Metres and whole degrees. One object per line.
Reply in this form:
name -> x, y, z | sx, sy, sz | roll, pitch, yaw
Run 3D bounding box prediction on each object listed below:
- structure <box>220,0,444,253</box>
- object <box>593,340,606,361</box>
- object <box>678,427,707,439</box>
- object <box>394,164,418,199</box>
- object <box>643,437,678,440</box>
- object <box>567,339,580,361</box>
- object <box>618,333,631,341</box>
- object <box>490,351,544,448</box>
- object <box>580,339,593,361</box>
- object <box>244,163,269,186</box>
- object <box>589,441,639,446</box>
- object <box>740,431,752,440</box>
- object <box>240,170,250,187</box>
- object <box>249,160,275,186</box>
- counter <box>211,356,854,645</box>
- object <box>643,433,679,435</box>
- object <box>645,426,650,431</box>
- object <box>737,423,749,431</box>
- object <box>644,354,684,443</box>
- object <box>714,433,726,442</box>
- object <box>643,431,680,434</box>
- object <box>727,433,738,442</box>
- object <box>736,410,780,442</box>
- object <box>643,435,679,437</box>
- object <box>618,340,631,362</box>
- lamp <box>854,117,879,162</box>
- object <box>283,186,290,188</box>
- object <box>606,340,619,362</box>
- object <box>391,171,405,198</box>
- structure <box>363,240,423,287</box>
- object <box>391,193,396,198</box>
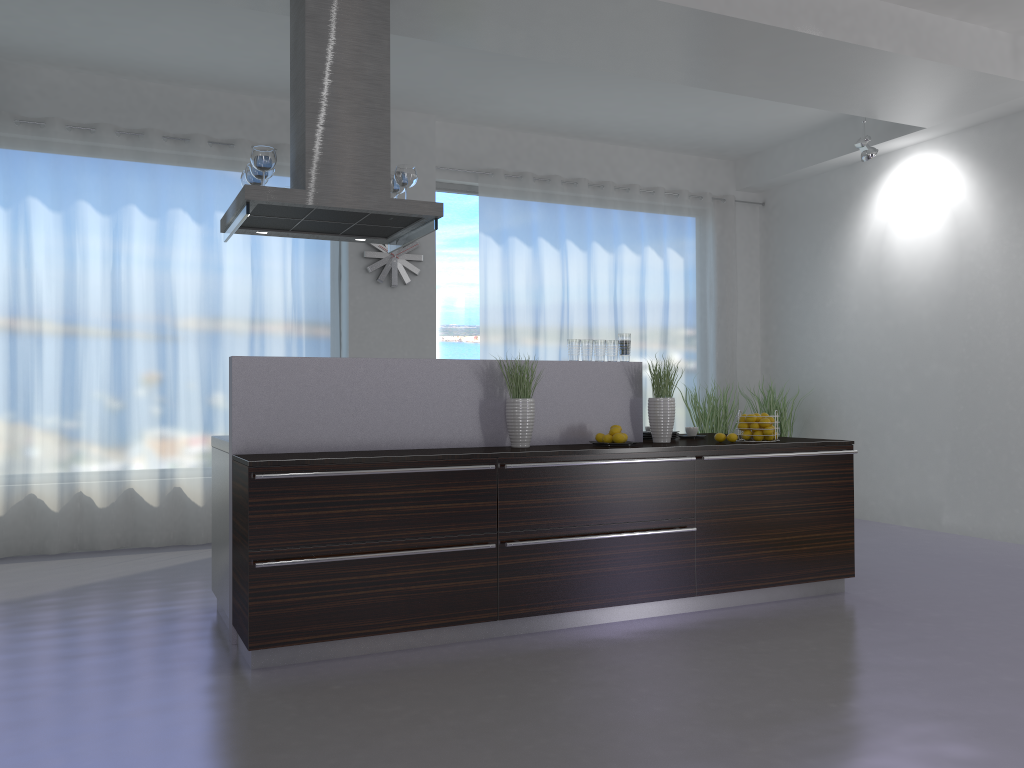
structure -> -0.989, -1.403, 4.737 | 0.981, 1.231, 0.915 | 0, -1, -25
object -> 0.482, -0.182, 4.882 | 0.072, 0.119, 0.071 | -1, -1, 15
object -> 1.089, 0.296, 5.371 | 0.153, 0.069, 0.153 | -1, -1, 38
object -> -0.556, -1.031, 4.652 | 0.125, 0.221, 0.125 | 0, -1, 0
object -> 0.854, 0.319, 5.248 | 0.232, 0.020, 0.232 | 0, -1, -17
object -> 0.336, -0.182, 4.814 | 0.071, 0.119, 0.072 | -1, -1, 25
object -> 0.628, -0.221, 4.951 | 0.072, 0.119, 0.071 | -1, -1, 15
object -> 0.046, 0.068, 4.454 | 0.269, 0.502, 0.247 | 0, -1, -25
object -> 0.409, -0.182, 4.848 | 0.072, 0.119, 0.071 | -1, -1, 15
object -> -1.327, -1.028, 4.614 | 0.125, 0.221, 0.125 | 0, -1, 0
object -> 0.529, 0.309, 4.605 | 0.232, 0.020, 0.232 | 0, -1, -17
object -> 1.314, 0.290, 4.978 | 0.061, 0.053, 0.053 | -1, -1, 17
object -> -1.389, -1.025, 4.747 | 0.125, 0.221, 0.125 | 0, -1, 0
object -> -1.259, -1.030, 4.472 | 0.125, 0.221, 0.125 | 0, -1, 0
counter -> 0.153, 0.529, 4.856 | 3.291, 1.300, 1.302 | 0, -1, -25
object -> 0.854, 0.299, 5.249 | 0.232, 0.020, 0.232 | 0, -1, -22
object -> 0.868, 0.300, 5.531 | 0.153, 0.069, 0.153 | 0, -1, 8
object -> 1.286, 0.236, 4.931 | 0.063, 0.051, 0.053 | -1, -1, 34
object -> 0.841, 0.070, 4.853 | 0.247, 0.502, 0.269 | -1, -1, 18
object -> 1.143, 0.294, 4.863 | 0.063, 0.051, 0.053 | -1, -1, 34
object -> 0.665, 0.227, 5.249 | 0.646, 0.147, 0.269 | 0, -1, 0
object -> 1.201, 0.293, 4.837 | 0.063, 0.051, 0.053 | 0, -1, -21
object -> 1.375, 0.232, 4.957 | 0.207, 0.174, 0.189 | -1, -1, 30
object -> 0.854, 0.309, 5.248 | 0.232, 0.020, 0.232 | 0, -1, -17
object -> 0.629, -0.182, 4.951 | 0.072, 0.119, 0.071 | -1, -1, 15
lamp -> 2.855, -2.045, 7.148 | 0.185, 0.511, 0.150 | 0, -1, -25
object -> -1.208, -1.000, 4.944 | 0.137, 0.174, 0.137 | -1, -1, 30
object -> 0.555, -0.182, 4.917 | 0.072, 0.119, 0.071 | -1, -1, 15
object -> -0.624, -1.029, 4.794 | 0.125, 0.221, 0.125 | 0, -1, 0
structure -> -0.971, -1.050, 7.291 | 0.505, 0.505, 0.076 | 0, -1, -25
object -> -0.686, -1.026, 4.927 | 0.125, 0.221, 0.125 | 0, -1, 0
